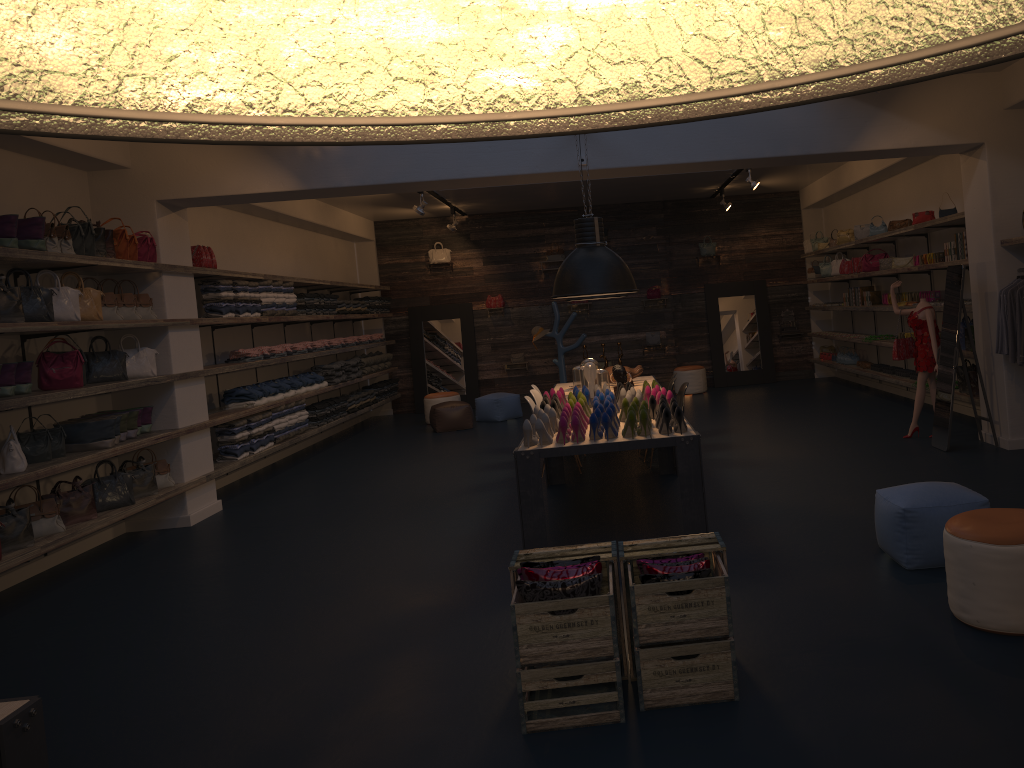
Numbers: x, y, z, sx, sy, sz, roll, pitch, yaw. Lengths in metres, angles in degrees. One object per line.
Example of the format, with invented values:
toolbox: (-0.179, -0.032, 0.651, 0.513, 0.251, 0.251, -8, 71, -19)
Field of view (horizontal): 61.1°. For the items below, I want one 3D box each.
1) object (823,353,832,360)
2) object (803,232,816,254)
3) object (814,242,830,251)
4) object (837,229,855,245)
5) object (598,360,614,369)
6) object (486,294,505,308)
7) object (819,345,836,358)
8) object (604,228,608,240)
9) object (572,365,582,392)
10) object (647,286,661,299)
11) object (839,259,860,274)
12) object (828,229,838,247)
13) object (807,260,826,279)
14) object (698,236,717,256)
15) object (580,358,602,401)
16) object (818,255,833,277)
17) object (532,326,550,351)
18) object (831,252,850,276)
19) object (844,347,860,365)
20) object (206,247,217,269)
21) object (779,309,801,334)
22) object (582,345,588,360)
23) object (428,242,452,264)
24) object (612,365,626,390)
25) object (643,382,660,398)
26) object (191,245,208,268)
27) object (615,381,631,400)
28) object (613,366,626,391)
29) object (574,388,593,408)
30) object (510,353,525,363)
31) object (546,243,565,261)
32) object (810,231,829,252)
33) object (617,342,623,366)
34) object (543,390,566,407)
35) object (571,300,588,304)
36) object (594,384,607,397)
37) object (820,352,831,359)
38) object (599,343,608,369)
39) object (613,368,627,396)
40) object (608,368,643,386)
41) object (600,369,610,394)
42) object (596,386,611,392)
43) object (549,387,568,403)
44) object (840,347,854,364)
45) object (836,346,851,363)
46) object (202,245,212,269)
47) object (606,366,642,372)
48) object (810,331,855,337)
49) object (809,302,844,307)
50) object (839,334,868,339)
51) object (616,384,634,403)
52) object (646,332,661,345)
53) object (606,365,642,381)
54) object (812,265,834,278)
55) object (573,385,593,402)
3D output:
object: (5.671, -0.497, 15.542, 0.203, 0.118, 0.097, -2, 4, 35)
object: (5.511, -2.572, 15.815, 0.400, 0.385, 0.205, -3, 3, 23)
object: (5.376, -2.388, 15.035, 0.250, 0.174, 0.335, -7, 5, -35)
object: (5.167, -2.281, 13.421, 0.217, 0.234, 0.338, -7, 4, -38)
object: (1.709, -0.338, 15.898, 0.389, 0.174, 0.216, -6, 4, -23)
object: (-0.308, -1.503, 15.790, 0.329, 0.253, 0.141, -4, 2, 10)
object: (5.802, -0.597, 15.958, 0.340, 0.234, 0.216, -2, 4, 34)
object: (1.567, -2.729, 15.869, 0.428, 0.231, 0.173, -5, 3, -8)
object: (0.703, -0.023, 8.714, 0.176, 0.335, 0.195, -4, 2, 20)
object: (2.603, -1.685, 15.978, 0.251, 0.243, 0.215, -5, 3, -3)
object: (5.233, -1.827, 13.467, 0.149, 0.253, 0.310, -6, 4, -37)
object: (5.294, -2.385, 14.226, 0.110, 0.299, 0.272, -6, 3, -24)
object: (5.495, -2.073, 15.718, 0.179, 0.334, 0.323, -7, 4, -43)
object: (3.608, -2.542, 16.004, 0.384, 0.366, 0.169, -5, 2, -14)
object: (0.769, -0.046, 8.452, 0.209, 0.411, 0.195, -5, 2, -10)
object: (5.336, -1.992, 14.638, 0.192, 0.366, 0.337, -7, 4, -45)
object: (0.519, -0.794, 15.121, 0.339, 0.440, 0.353, -5, 3, -2)
object: (5.351, -1.958, 14.092, 0.209, 0.385, 0.390, -6, 3, -34)
object: (5.526, -0.456, 14.128, 0.254, 0.282, 0.104, -3, 3, 37)
object: (-3.095, -1.233, 8.541, 0.326, 0.244, 0.139, -5, 2, -7)
object: (5.152, -1.169, 16.165, 0.360, 0.460, 0.233, -5, 2, -1)
object: (0.890, -0.243, 10.463, 0.135, 0.468, 0.144, -4, 2, 13)
object: (-1.304, -2.375, 15.697, 0.443, 0.385, 0.185, -6, 2, -14)
object: (1.128, -0.060, 9.072, 0.155, 0.285, 0.154, -5, 2, 1)
object: (1.264, 0.074, 7.824, 0.202, 0.195, 0.243, -5, 3, 3)
object: (-3.119, -1.215, 8.340, 0.322, 0.244, 0.141, -5, 2, -3)
object: (1.054, 0.068, 8.115, 0.202, 0.195, 0.243, -5, 3, 3)
object: (1.102, -0.038, 8.822, 0.155, 0.285, 0.154, -5, 2, 1)
object: (0.624, 0.128, 7.795, 0.207, 0.195, 0.237, -5, 3, -6)
object: (0.100, -0.473, 15.821, 0.287, 0.175, 0.097, -6, 3, -23)
object: (0.785, -2.409, 15.833, 0.343, 0.334, 0.169, -4, 2, 10)
object: (5.429, -2.516, 15.325, 0.192, 0.366, 0.337, -7, 4, -45)
object: (1.326, -0.280, 10.491, 0.149, 0.468, 0.131, -6, 2, -23)
object: (0.379, 0.148, 7.789, 0.200, 0.195, 0.251, -4, 3, 14)
object: (1.238, -1.585, 15.868, 0.333, 0.254, 0.133, -6, 2, -14)
object: (0.844, 0.088, 8.082, 0.198, 0.195, 0.247, -4, 3, 9)
object: (5.693, -0.516, 15.756, 0.203, 0.118, 0.097, -2, 4, 35)
object: (1.100, -0.261, 10.474, 0.127, 0.468, 0.152, -3, 2, 45)
object: (1.075, -0.016, 8.564, 0.155, 0.285, 0.154, -5, 2, 1)
object: (1.257, -0.071, 9.595, 0.466, 0.203, 0.210, -6, 3, -21)
object: (0.886, -0.009, 8.637, 0.181, 0.289, 0.168, -5, 2, -10)
object: (0.827, 0.110, 7.809, 0.202, 0.195, 0.243, -5, 3, 3)
object: (0.418, 0.123, 8.059, 0.205, 0.195, 0.238, -5, 3, -4)
object: (5.540, -0.473, 14.332, 0.254, 0.282, 0.104, -3, 3, 37)
object: (5.556, -0.490, 14.536, 0.256, 0.282, 0.103, -3, 2, 30)
object: (-3.110, -1.224, 8.437, 0.319, 0.244, 0.142, -5, 2, 0)
object: (1.283, -0.092, 9.845, 0.466, 0.203, 0.210, -6, 3, -21)
object: (5.529, -0.869, 15.030, 0.351, 0.024, 1.880, -4, 5, 6)
object: (5.575, -1.393, 15.155, 0.480, 0.060, 1.526, -4, 5, 5)
object: (5.379, -0.744, 13.566, 0.354, 0.029, 0.888, -4, 5, 5)
object: (1.033, 0.093, 7.824, 0.203, 0.195, 0.241, -5, 3, 0)
object: (2.608, -0.844, 15.990, 0.264, 0.229, 0.082, -4, 2, 15)
object: (1.313, -0.116, 10.116, 0.459, 0.203, 0.213, -6, 3, -15)
object: (5.450, -1.975, 15.178, 0.382, 0.231, 0.194, -1, 4, 41)
object: (0.642, 0.104, 8.081, 0.202, 0.195, 0.243, -5, 3, 3)
